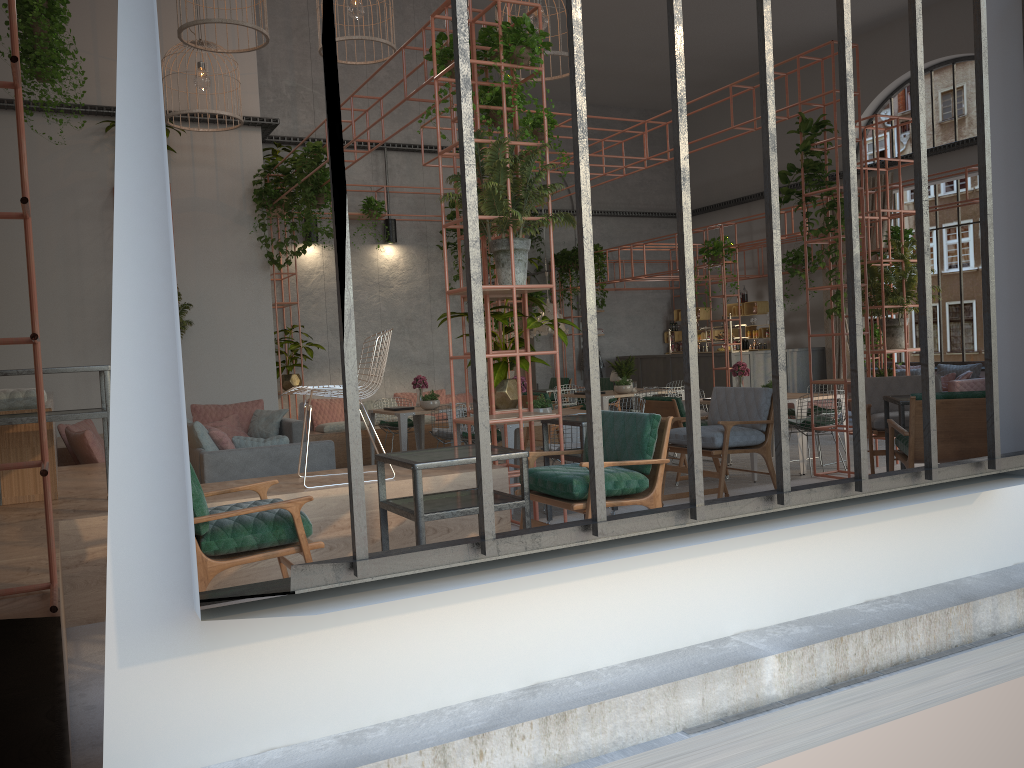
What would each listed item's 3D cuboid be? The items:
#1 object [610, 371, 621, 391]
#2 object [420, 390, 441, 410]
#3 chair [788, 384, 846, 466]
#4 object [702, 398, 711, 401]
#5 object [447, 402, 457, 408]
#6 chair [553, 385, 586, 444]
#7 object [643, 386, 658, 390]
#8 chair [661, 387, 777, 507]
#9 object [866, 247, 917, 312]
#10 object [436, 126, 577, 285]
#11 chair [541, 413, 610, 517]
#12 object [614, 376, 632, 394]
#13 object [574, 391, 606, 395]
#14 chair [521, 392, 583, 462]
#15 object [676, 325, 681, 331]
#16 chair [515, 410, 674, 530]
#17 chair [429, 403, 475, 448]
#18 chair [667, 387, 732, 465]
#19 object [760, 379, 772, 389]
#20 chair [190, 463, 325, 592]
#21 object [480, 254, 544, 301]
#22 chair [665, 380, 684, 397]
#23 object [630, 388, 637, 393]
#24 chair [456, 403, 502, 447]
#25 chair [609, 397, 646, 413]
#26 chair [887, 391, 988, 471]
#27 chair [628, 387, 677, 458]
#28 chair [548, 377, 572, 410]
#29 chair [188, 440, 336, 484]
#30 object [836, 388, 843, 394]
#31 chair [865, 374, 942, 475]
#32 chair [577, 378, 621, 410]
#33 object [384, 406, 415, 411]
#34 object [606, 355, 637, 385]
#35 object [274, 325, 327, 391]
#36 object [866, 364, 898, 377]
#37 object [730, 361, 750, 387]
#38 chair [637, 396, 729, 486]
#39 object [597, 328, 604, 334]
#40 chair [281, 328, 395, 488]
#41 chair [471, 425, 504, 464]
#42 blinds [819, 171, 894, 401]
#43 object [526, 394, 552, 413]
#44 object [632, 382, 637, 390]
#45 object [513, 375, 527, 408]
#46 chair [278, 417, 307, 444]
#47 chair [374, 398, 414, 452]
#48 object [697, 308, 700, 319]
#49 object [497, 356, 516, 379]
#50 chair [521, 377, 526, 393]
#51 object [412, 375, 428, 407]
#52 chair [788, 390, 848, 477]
[{"bbox_3d":[1.537,-0.044,12.812,0.241,0.313,0.241,-2,2,18],"label":"object"},{"bbox_3d":[-0.999,0.191,10.766,0.248,0.247,0.254,-4,2,-27],"label":"object"},{"bbox_3d":[3.588,0.453,10.474,0.717,0.941,0.565,-4,2,-31],"label":"chair"},{"bbox_3d":[2.376,0.176,9.950,0.268,0.031,0.427,-4,2,-27],"label":"object"},{"bbox_3d":[-0.751,0.255,11.071,0.115,0.078,0.115,-4,2,-21],"label":"object"},{"bbox_3d":[0.986,0.485,13.306,0.565,0.941,0.717,-4,2,-26],"label":"chair"},{"bbox_3d":[1.996,0.057,12.770,0.218,0.041,0.218,-4,2,-19],"label":"object"},{"bbox_3d":[1.613,0.503,6.905,0.685,0.929,0.722,-4,2,-27],"label":"chair"},{"bbox_3d":[5.377,-1.498,12.644,0.923,0.946,0.924,-2,2,29],"label":"object"},{"bbox_3d":[-0.031,-1.202,5.942,0.894,1.101,0.900,-2,2,27],"label":"object"},{"bbox_3d":[0.586,0.706,7.940,0.565,0.941,0.717,-3,2,-11],"label":"chair"},{"bbox_3d":[1.507,0.011,12.053,0.248,0.247,0.254,-4,2,-27],"label":"object"},{"bbox_3d":[1.086,0.127,12.417,0.268,0.031,0.427,-4,2,-27],"label":"object"},{"bbox_3d":[0.555,0.556,12.134,0.685,0.917,0.722,-4,2,-27],"label":"chair"},{"bbox_3d":[4.125,-1.386,21.964,0.115,0.147,0.115,-2,2,18],"label":"object"},{"bbox_3d":[0.461,0.635,5.004,0.685,0.929,0.722,-4,2,-27],"label":"chair"},{"bbox_3d":[-0.664,0.681,10.372,0.565,0.941,0.717,-3,2,-11],"label":"chair"},{"bbox_3d":[2.274,0.509,10.839,0.565,0.941,0.717,-4,2,-26],"label":"chair"},{"bbox_3d":[2.796,0.059,9.587,0.247,0.247,0.252,-4,2,-27],"label":"object"},{"bbox_3d":[-1.281,0.760,4.110,0.685,0.929,0.722,-4,2,-27],"label":"chair"},{"bbox_3d":[-0.022,-1.761,13.774,0.934,0.947,0.903,-2,2,24],"label":"object"},{"bbox_3d":[2.300,0.429,12.942,0.717,0.941,0.565,-4,2,-31],"label":"chair"},{"bbox_3d":[1.676,0.080,12.317,0.115,0.078,0.115,-4,2,-21],"label":"object"},{"bbox_3d":[-0.270,0.690,9.587,0.565,0.941,0.717,-4,2,-26],"label":"chair"},{"bbox_3d":[1.044,0.634,9.223,0.717,0.941,0.565,-4,2,-31],"label":"chair"},{"bbox_3d":[2.829,0.492,5.632,0.722,0.917,0.685,-3,2,13],"label":"chair"},{"bbox_3d":[1.842,0.501,11.659,0.565,0.941,0.717,-3,2,-11],"label":"chair"},{"bbox_3d":[0.763,0.348,17.555,0.685,0.930,0.722,-4,2,-27],"label":"chair"},{"bbox_3d":[-2.120,0.760,7.425,1.056,0.586,1.127,-4,2,-27],"label":"chair"},{"bbox_3d":[5.695,0.154,15.511,0.199,0.145,0.156,-3,2,-12],"label":"object"},{"bbox_3d":[3.342,0.398,7.468,0.722,0.914,0.685,-3,2,13],"label":"chair"},{"bbox_3d":[1.572,0.364,15.980,0.685,0.929,0.722,-4,2,-27],"label":"chair"},{"bbox_3d":[-1.420,0.307,11.130,0.268,0.031,0.427,-4,2,-27],"label":"object"},{"bbox_3d":[1.575,-0.152,12.484,0.438,0.527,0.368,-4,2,-27],"label":"object"},{"bbox_3d":[-3.070,-0.367,12.252,0.934,0.919,0.903,-2,3,34],"label":"object"},{"bbox_3d":[5.351,-0.031,12.746,0.438,0.527,0.368,-4,2,-27],"label":"object"},{"bbox_3d":[2.672,-0.060,10.372,0.213,0.414,0.225,-5,3,-35],"label":"object"},{"bbox_3d":[1.842,0.580,9.666,0.685,0.917,0.722,-4,2,-27],"label":"chair"},{"bbox_3d":[2.081,-1.262,21.289,0.219,0.149,0.129,-4,2,-27],"label":"object"},{"bbox_3d":[-1.082,0.135,5.586,0.717,0.941,0.565,-4,2,-18],"label":"chair"},{"bbox_3d":[-0.207,0.609,11.656,0.717,0.941,0.565,-4,2,-31],"label":"chair"},{"bbox_3d":[7.536,-1.824,16.173,0.414,4.389,4.957,-4,2,-26],"label":"blinds"},{"bbox_3d":[0.251,0.216,8.335,0.247,0.247,0.252,-4,2,-27],"label":"object"},{"bbox_3d":[1.752,0.030,12.773,0.095,0.119,0.095,-3,2,-3],"label":"object"},{"bbox_3d":[0.069,0.115,9.036,0.213,0.414,0.225,-5,3,-35],"label":"object"},{"bbox_3d":[-2.981,0.753,9.993,1.127,0.672,1.052,-4,2,-27],"label":"chair"},{"bbox_3d":[-1.520,0.665,12.020,0.565,0.941,0.717,-4,2,-26],"label":"chair"},{"bbox_3d":[4.469,-1.672,21.143,0.137,0.261,0.137,-3,2,9],"label":"object"},{"bbox_3d":[-0.074,-0.290,13.855,0.438,0.527,0.368,-4,2,-27],"label":"object"},{"bbox_3d":[-0.030,0.333,19.096,0.685,0.930,0.722,-4,2,-27],"label":"chair"},{"bbox_3d":[-1.184,0.090,11.473,0.213,0.414,0.225,-5,3,-35],"label":"object"},{"bbox_3d":[3.130,0.525,9.191,0.565,0.941,0.717,-3,2,-11],"label":"chair"}]
